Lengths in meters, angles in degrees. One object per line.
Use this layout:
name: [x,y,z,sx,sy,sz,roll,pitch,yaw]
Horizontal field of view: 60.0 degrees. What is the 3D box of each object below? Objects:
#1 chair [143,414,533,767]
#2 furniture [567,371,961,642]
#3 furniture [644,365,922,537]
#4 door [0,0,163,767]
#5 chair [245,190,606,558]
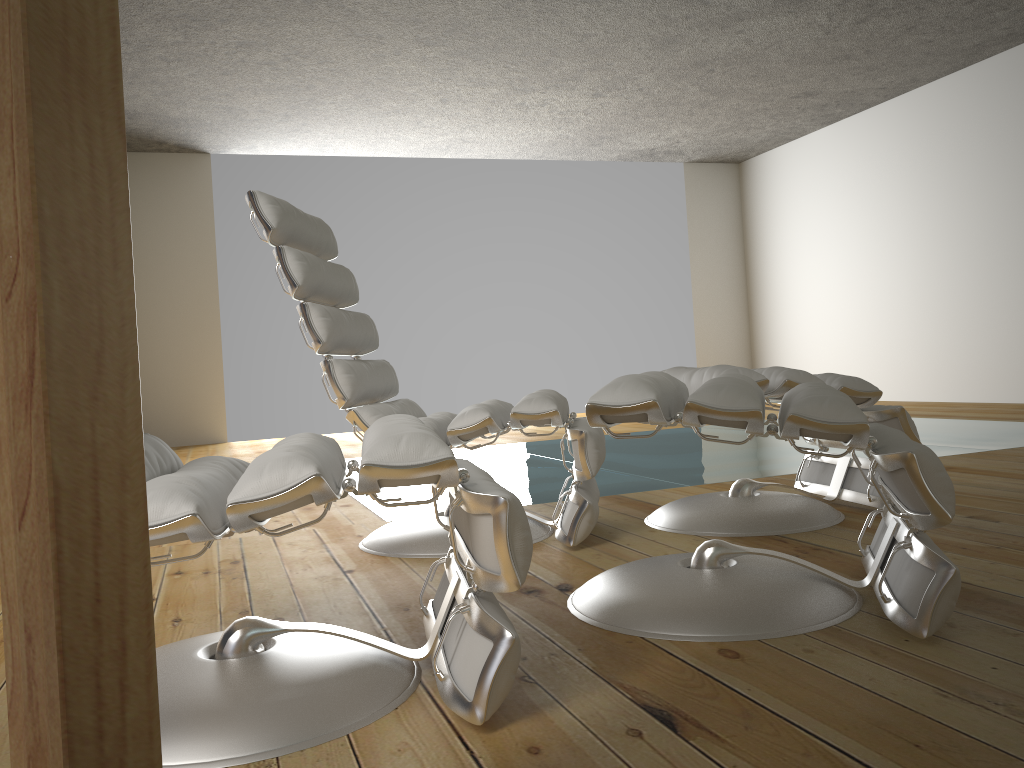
chair: [-0.466,-0.015,1.349,0.914,0.969,0.569,-4,0,-9]
furniture: [0.431,0.187,1.691,0.685,0.439,0.570,-4,0,16]
furniture: [0.706,0.156,2.540,0.686,0.439,0.569,-4,0,-13]
door: [-0.559,-0.732,0.276,0.162,2.418,0.935,-4,-1,26]
chair: [-0.209,-0.050,2.516,0.913,0.969,0.569,-4,0,6]
